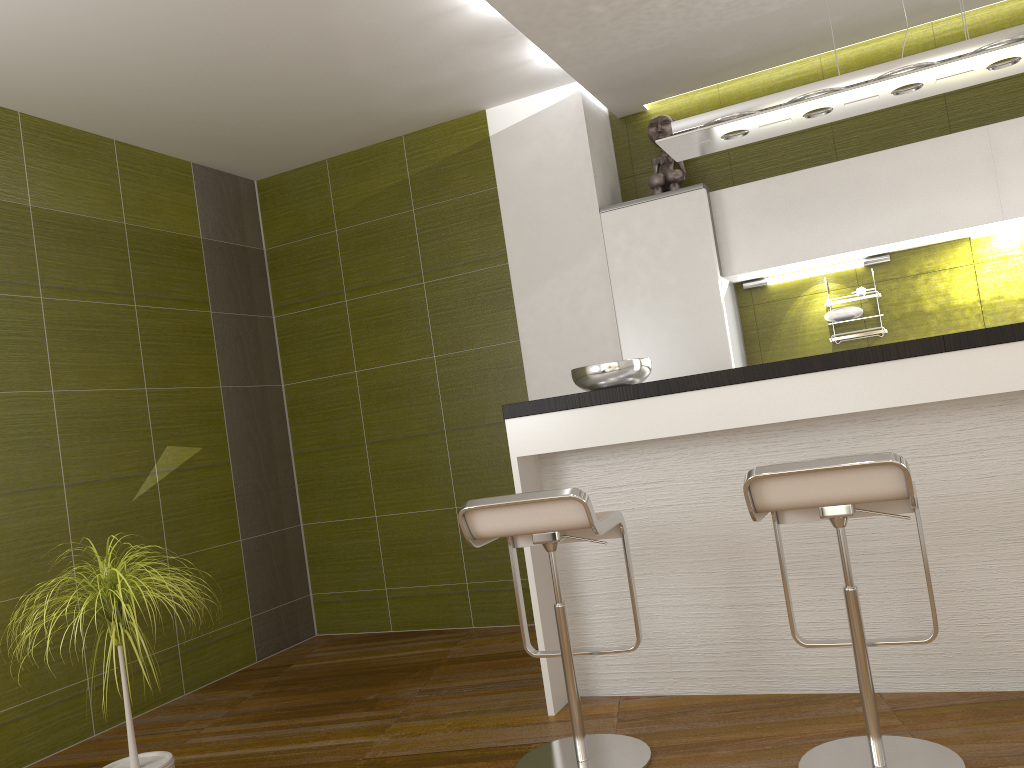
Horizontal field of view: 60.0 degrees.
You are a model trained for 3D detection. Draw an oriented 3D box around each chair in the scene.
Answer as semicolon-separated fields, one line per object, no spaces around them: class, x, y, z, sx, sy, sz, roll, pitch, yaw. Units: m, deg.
chair;0.150;0.738;2.717;0.418;0.857;0.460;-9;-3;19
chair;0.914;0.608;2.378;0.418;0.857;0.460;-10;-3;24

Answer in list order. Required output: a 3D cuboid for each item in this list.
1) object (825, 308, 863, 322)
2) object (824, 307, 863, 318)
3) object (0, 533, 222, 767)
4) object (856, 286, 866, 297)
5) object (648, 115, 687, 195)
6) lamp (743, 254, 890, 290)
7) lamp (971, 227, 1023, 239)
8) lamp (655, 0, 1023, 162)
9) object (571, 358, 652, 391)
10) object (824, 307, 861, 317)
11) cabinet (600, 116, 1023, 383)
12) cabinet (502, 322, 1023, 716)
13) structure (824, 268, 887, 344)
object;1.645;-0.341;4.397;0.181;0.052;0.173;-10;-3;24
object;1.645;-0.344;4.398;0.181;0.052;0.173;-10;-3;24
object;-1.174;0.908;2.698;0.606;0.904;0.585;-8;-3;-8
object;1.733;-0.455;4.404;0.051;0.053;0.046;-6;-3;-35
object;0.804;-1.188;4.662;0.195;0.488;0.304;-9;-3;21
lamp;1.541;-0.568;4.518;0.715;0.041;0.041;-10;-3;24
lamp;2.347;-0.723;4.175;0.334;0.008;0.008;-10;-3;24
lamp;1.290;-1.334;3.023;1.677;0.683;0.326;-10;-3;24
object;0.390;-0.025;3.435;0.311;0.105;0.311;-10;-3;37
object;1.645;-0.347;4.399;0.181;0.052;0.173;-10;-3;24
cabinet;2.307;-0.135;4.089;3.471;2.089;0.724;-10;-3;24
cabinet;1.508;0.408;2.939;2.947;1.134;0.663;-10;-3;24
structure;1.698;-0.388;4.410;0.266;0.346;0.110;-10;-3;24
